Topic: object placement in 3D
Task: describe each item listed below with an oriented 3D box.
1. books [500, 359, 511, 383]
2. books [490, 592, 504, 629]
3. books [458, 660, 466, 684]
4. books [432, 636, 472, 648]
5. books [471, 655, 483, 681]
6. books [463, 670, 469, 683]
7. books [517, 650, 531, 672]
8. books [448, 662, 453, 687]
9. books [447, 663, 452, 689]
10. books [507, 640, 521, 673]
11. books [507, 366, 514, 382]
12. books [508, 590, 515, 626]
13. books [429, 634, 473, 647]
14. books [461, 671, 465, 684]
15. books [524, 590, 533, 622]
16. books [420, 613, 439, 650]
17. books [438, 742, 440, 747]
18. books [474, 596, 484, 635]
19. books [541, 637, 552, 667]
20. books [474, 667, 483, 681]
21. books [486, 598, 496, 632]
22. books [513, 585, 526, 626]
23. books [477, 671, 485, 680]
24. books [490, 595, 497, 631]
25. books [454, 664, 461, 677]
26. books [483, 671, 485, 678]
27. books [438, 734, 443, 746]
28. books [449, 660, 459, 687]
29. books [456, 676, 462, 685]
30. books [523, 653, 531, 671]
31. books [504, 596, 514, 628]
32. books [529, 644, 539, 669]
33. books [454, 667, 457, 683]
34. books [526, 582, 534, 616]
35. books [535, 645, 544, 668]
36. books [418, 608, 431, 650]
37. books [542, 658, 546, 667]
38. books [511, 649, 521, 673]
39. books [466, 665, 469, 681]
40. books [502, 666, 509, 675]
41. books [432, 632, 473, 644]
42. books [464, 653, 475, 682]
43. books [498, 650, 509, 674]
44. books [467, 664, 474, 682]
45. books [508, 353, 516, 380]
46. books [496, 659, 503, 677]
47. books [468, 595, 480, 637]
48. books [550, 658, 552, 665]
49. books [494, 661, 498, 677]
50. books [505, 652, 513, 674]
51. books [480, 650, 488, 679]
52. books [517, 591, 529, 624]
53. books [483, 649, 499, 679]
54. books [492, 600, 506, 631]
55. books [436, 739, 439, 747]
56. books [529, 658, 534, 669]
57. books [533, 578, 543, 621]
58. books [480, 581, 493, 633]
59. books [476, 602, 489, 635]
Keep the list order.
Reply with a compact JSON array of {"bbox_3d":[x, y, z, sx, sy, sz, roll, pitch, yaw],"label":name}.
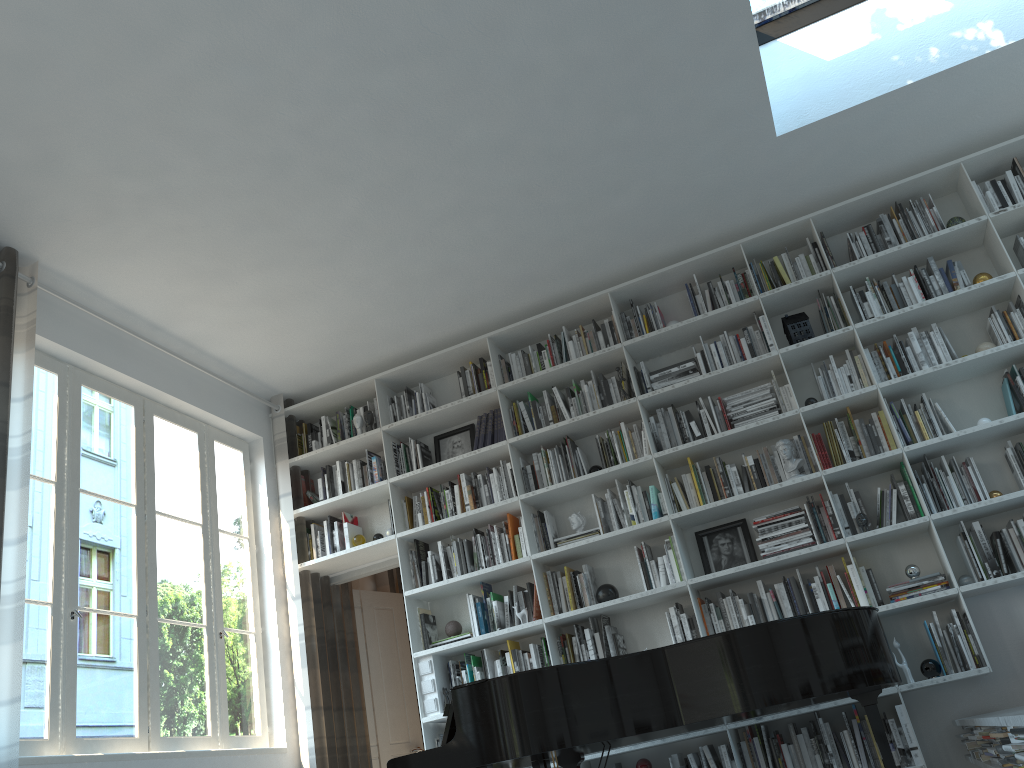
[{"bbox_3d":[-0.013,-0.031,5.812,0.029,0.236,0.157,-19,-26,16],"label":"books"},{"bbox_3d":[-0.071,1.380,5.305,0.011,0.249,0.172,-19,-26,16],"label":"books"},{"bbox_3d":[-0.256,1.782,5.240,0.008,0.278,0.165,-19,-26,16],"label":"books"},{"bbox_3d":[-0.335,1.569,5.364,0.254,0.012,0.161,-18,-26,13],"label":"books"},{"bbox_3d":[-0.180,1.745,5.205,0.007,0.285,0.183,-19,-26,16],"label":"books"},{"bbox_3d":[-0.229,1.799,5.215,0.015,0.216,0.180,-19,-26,16],"label":"books"},{"bbox_3d":[0.093,1.672,5.126,0.028,0.248,0.159,-19,-26,16],"label":"books"},{"bbox_3d":[-0.320,1.806,5.275,0.017,0.288,0.153,-19,-26,16],"label":"books"},{"bbox_3d":[-0.330,1.812,5.279,0.008,0.284,0.160,-19,-26,16],"label":"books"},{"bbox_3d":[0.040,1.657,5.158,0.021,0.321,0.172,-19,-26,16],"label":"books"},{"bbox_3d":[0.021,-0.011,5.807,0.024,0.182,0.134,-19,-26,16],"label":"books"},{"bbox_3d":[0.026,1.360,5.295,0.013,0.240,0.142,-19,-26,16],"label":"books"},{"bbox_3d":[-0.338,1.557,5.366,0.285,0.012,0.160,-21,-26,19],"label":"books"},{"bbox_3d":[-0.238,1.808,5.230,0.015,0.217,0.177,-19,-26,16],"label":"books"},{"bbox_3d":[0.125,1.335,5.247,0.027,0.208,0.144,-19,-26,16],"label":"books"},{"bbox_3d":[-0.502,1.539,5.443,0.028,0.242,0.157,-19,-26,16],"label":"books"},{"bbox_3d":[-0.366,2.195,5.134,0.029,0.238,0.155,-19,-26,16],"label":"books"},{"bbox_3d":[-0.169,1.419,5.350,0.031,0.254,0.144,-19,-26,16],"label":"books"},{"bbox_3d":[0.228,1.605,5.087,0.014,0.285,0.180,-19,-26,16],"label":"books"},{"bbox_3d":[-0.161,1.774,5.194,0.015,0.218,0.190,-19,-26,16],"label":"books"},{"bbox_3d":[-0.099,1.411,5.335,0.031,0.230,0.148,-19,-26,16],"label":"books"},{"bbox_3d":[0.053,1.337,5.275,0.060,0.254,0.159,-19,-26,16],"label":"books"},{"bbox_3d":[-0.145,1.781,5.179,0.016,0.188,0.184,-19,-26,16],"label":"books"},{"bbox_3d":[-0.079,1.392,5.326,0.022,0.247,0.129,-19,-26,16],"label":"books"},{"bbox_3d":[-0.280,1.796,5.240,0.007,0.263,0.177,-19,-26,16],"label":"books"},{"bbox_3d":[-0.122,1.769,5.213,0.016,0.229,0.137,-19,-26,16],"label":"books"},{"bbox_3d":[-0.357,2.167,5.123,0.011,0.275,0.190,-19,-26,16],"label":"books"},{"bbox_3d":[-0.309,1.796,5.265,0.014,0.293,0.172,-19,-26,16],"label":"books"},{"bbox_3d":[-0.268,1.819,5.208,0.019,0.188,0.194,-19,-26,16],"label":"books"},{"bbox_3d":[0.125,1.677,5.127,0.025,0.228,0.153,-19,-26,16],"label":"books"},{"bbox_3d":[-0.003,1.383,5.299,0.056,0.213,0.143,-19,-26,16],"label":"books"},{"bbox_3d":[0.166,1.637,5.103,0.021,0.264,0.186,-19,-26,16],"label":"books"},{"bbox_3d":[-0.286,1.810,5.260,0.022,0.256,0.142,-19,-26,16],"label":"books"},{"bbox_3d":[0.145,1.310,5.252,0.021,0.250,0.154,-19,-26,16],"label":"books"},{"bbox_3d":[0.189,1.640,5.113,0.013,0.259,0.143,-19,-26,16],"label":"books"},{"bbox_3d":[-0.520,1.530,5.466,0.012,0.284,0.160,-19,-26,16],"label":"books"},{"bbox_3d":[0.220,1.666,5.090,0.041,0.180,0.142,-19,-26,16],"label":"books"},{"bbox_3d":[0.065,1.674,5.132,0.028,0.259,0.181,-19,-26,16],"label":"books"},{"bbox_3d":[-0.210,1.783,5.221,0.014,0.242,0.171,-19,-26,16],"label":"books"},{"bbox_3d":[0.006,1.733,5.136,0.029,0.181,0.190,-19,-26,16],"label":"books"},{"bbox_3d":[-0.338,1.549,5.377,0.254,0.012,0.161,-20,-26,17],"label":"books"},{"bbox_3d":[-0.225,1.756,5.240,0.006,0.313,0.146,-19,-26,16],"label":"books"},{"bbox_3d":[-0.020,1.698,5.170,0.014,0.280,0.150,-19,-26,16],"label":"books"},{"bbox_3d":[-0.205,1.775,5.206,0.009,0.243,0.185,-19,-26,16],"label":"books"},{"bbox_3d":[0.037,-0.057,5.829,0.021,0.277,0.141,-19,-26,16],"label":"books"},{"bbox_3d":[-0.033,1.728,5.166,0.027,0.229,0.159,-19,-26,16],"label":"books"},{"bbox_3d":[-0.199,1.418,5.355,0.024,0.271,0.151,-19,-26,16],"label":"books"},{"bbox_3d":[0.267,1.654,5.089,0.023,0.186,0.131,-19,-26,16],"label":"books"},{"bbox_3d":[-0.059,1.745,5.191,0.045,0.229,0.138,-19,-26,16],"label":"books"},{"bbox_3d":[0.028,1.695,5.152,0.026,0.253,0.177,-19,-26,16],"label":"books"},{"bbox_3d":[-0.117,1.718,5.191,0.019,0.299,0.180,-19,-26,16],"label":"books"},{"bbox_3d":[0.096,1.342,5.246,0.030,0.206,0.173,-19,-26,16],"label":"books"},{"bbox_3d":[-0.099,1.714,5.198,0.012,0.305,0.190,-19,-26,16],"label":"books"},{"bbox_3d":[-0.052,1.396,5.276,0.029,0.189,0.189,-19,-26,16],"label":"books"},{"bbox_3d":[-0.380,2.200,5.155,0.012,0.253,0.161,-19,-26,16],"label":"books"},{"bbox_3d":[0.151,1.686,5.116,0.023,0.193,0.140,-19,-26,16],"label":"books"},{"bbox_3d":[0.174,1.269,5.209,0.082,0.275,0.229,-19,-26,16],"label":"books"},{"bbox_3d":[-0.129,1.369,5.357,0.011,0.334,0.154,-19,-26,16],"label":"books"},{"bbox_3d":[-0.148,1.421,5.307,0.029,0.207,0.190,-19,-26,16],"label":"books"}]
